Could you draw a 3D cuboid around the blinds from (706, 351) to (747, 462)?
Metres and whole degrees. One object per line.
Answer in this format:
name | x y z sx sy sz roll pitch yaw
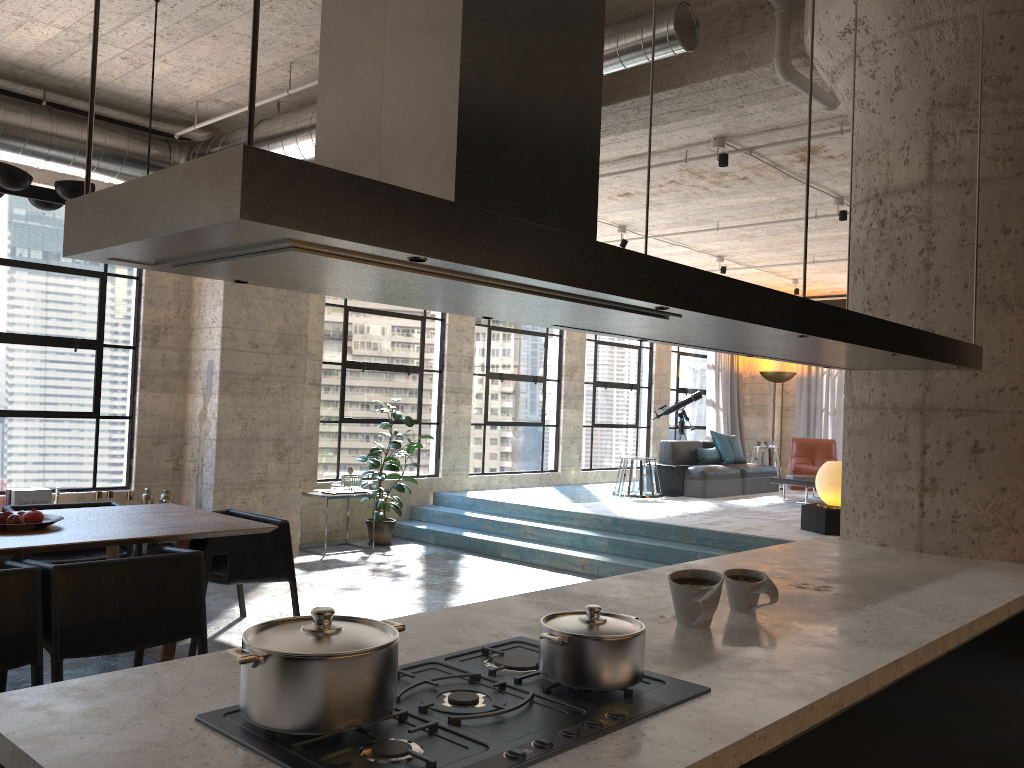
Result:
blinds | 3.744 0.101 15.218 0.384 2.985 1.131 1 -2 43

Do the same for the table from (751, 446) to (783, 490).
table | 3.713 1.226 12.992 0.549 0.603 0.549 2 -2 22

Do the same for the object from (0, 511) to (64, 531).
object | -2.592 0.713 4.650 0.435 0.079 0.435 3 -2 -11

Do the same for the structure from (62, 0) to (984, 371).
structure | 0.570 -1.168 2.417 0.538 2.100 3.117 1 -2 43

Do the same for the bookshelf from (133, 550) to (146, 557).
bookshelf | -3.351 1.374 7.268 0.350 0.347 1.600 1 -2 43

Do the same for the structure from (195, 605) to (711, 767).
structure | -0.070 0.485 1.601 0.506 0.187 0.833 1 -2 43

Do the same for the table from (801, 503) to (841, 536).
table | 3.163 1.264 8.342 0.616 0.230 1.044 1 -2 43

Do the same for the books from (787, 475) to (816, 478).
books | 3.580 1.136 10.918 0.318 0.011 0.252 2 -2 2

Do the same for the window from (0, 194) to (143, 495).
window | -3.957 -0.363 7.293 0.081 2.530 1.780 1 -2 43

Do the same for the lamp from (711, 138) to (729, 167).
lamp | 1.626 -1.805 6.934 0.141 0.215 0.107 2 -2 25

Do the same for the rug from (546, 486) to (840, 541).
rug | 4.059 1.489 11.264 2.954 0.032 7.768 1 -2 43

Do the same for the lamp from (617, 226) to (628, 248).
lamp | 1.296 -1.707 10.368 0.144 0.252 0.107 2 -2 27

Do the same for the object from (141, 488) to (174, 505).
object | -2.964 1.059 7.642 0.415 0.333 0.248 3 -2 -11

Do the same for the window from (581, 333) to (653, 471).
window | 1.590 0.023 13.342 0.081 2.530 1.780 1 -2 43

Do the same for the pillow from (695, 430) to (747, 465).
pillow | 2.835 0.872 12.184 1.042 0.466 0.349 3 -2 -37

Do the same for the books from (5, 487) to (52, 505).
books | -3.741 0.992 6.845 0.191 0.362 0.277 1 -2 43

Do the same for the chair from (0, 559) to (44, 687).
chair | -2.417 1.121 3.653 0.754 0.738 0.707 1 -2 43

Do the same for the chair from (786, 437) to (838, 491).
chair | 4.518 1.194 13.224 0.801 0.759 0.920 2 -2 13

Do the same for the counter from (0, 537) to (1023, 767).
counter | 0.605 0.652 2.466 1.000 0.046 3.500 1 -2 43

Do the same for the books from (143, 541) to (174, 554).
books | -2.981 1.429 7.643 0.393 0.263 0.274 3 -2 -37

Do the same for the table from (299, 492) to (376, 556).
table | -1.746 1.374 8.860 0.450 0.563 0.600 1 -2 43

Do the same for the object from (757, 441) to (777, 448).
object | 3.718 0.875 12.954 0.287 0.096 0.206 2 -2 -7

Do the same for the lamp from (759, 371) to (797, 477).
lamp | 4.503 0.711 15.118 0.619 1.822 0.619 1 -2 43

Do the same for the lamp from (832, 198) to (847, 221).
lamp | 3.191 -1.696 8.631 0.141 0.215 0.107 2 -2 25

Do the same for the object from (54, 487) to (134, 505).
object | -3.390 1.015 7.243 0.703 0.365 0.199 3 -2 -36

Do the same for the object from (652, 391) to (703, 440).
object | 2.499 0.793 13.414 0.617 1.406 0.595 1 -2 44

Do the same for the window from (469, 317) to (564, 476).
window | 0.075 -0.082 11.690 0.081 2.530 1.780 1 -2 43

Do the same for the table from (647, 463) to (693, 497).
table | 2.008 1.225 11.327 0.420 0.390 0.413 1 -2 43

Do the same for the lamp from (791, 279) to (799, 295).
lamp | 4.411 -1.505 13.782 0.143 0.223 0.107 3 -2 -25

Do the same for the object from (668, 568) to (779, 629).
object | 0.554 0.557 2.333 0.188 0.133 0.437 1 -2 43

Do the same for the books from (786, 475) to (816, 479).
books | 3.573 1.146 10.923 0.318 0.011 0.252 2 -2 -3

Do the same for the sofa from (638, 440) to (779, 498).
sofa | 2.722 1.120 12.093 1.019 0.680 2.063 1 -2 43

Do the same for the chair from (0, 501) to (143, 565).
chair | -2.845 1.159 5.697 0.707 0.738 0.754 4 -2 -42

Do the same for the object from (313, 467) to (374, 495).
object | -1.675 0.969 8.881 0.327 0.253 0.546 1 -2 43

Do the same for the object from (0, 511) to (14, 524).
object | -2.645 0.702 4.635 0.110 0.082 0.088 3 -2 -7

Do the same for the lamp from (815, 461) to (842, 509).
lamp | 3.058 0.933 8.224 0.462 0.417 0.462 3 -2 -19

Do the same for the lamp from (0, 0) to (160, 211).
lamp | -2.537 -1.619 4.718 0.583 1.327 1.813 1 -2 43

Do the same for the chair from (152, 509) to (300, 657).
chair | -1.806 1.197 5.539 0.707 0.738 0.754 1 -2 43

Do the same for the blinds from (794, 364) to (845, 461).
blinds | 5.362 0.174 15.230 1.187 2.986 0.404 1 -2 44

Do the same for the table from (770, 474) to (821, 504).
table | 3.953 1.325 10.980 0.900 0.309 1.500 1 -2 43

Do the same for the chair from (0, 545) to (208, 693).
chair | -1.916 1.156 4.188 0.754 0.738 0.707 1 -2 43

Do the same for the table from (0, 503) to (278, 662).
table | -2.644 1.129 4.632 1.299 0.756 2.410 1 -2 43

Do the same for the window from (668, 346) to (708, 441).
window | 3.105 0.128 14.994 0.081 2.530 1.780 1 -2 43

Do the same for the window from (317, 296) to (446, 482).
window | -1.440 -0.188 10.037 0.081 2.530 1.780 1 -2 43

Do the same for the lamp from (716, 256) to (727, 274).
lamp | 2.844 -1.614 12.066 0.143 0.223 0.107 3 -2 -14

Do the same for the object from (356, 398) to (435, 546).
object | -1.302 0.920 9.340 0.886 1.552 0.514 1 -2 30

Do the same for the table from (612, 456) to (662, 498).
table | 1.565 1.152 11.031 0.620 0.472 0.620 4 -2 -45

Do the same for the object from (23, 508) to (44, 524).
object | -2.584 0.700 4.674 0.219 0.097 0.100 2 -2 -4
